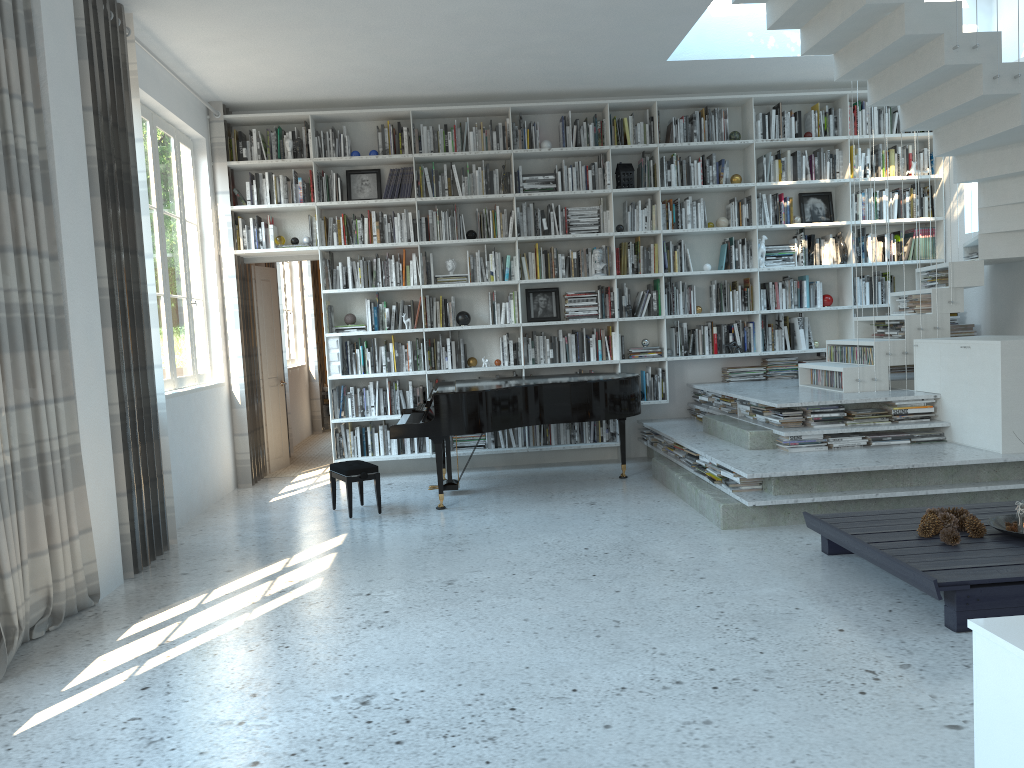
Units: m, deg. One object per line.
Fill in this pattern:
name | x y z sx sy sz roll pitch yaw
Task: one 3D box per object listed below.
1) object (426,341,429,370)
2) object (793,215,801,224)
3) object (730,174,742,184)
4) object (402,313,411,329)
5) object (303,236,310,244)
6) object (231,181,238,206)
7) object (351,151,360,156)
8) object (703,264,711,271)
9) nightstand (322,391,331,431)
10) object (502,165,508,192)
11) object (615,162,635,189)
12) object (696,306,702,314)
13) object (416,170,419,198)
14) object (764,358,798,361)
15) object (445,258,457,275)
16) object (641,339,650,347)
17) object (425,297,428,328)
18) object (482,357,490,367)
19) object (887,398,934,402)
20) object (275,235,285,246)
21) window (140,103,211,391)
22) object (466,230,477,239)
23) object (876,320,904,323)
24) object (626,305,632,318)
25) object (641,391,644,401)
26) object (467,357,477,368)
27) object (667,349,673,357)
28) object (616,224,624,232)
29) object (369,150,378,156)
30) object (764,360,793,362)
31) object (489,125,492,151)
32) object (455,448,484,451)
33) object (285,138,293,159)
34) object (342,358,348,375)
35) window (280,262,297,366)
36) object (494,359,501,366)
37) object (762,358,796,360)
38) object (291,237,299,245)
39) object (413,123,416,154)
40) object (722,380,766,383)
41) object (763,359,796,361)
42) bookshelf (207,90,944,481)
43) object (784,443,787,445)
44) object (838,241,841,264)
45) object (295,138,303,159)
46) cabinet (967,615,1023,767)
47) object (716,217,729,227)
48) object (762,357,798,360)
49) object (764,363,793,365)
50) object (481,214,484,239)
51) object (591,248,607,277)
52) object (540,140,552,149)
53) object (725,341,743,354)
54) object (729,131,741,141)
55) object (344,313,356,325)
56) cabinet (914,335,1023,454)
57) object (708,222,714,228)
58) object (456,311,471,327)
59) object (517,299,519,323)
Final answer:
object | -0.744 -0.251 7.824 0.012 0.254 0.160 -3 4 -3
object | 2.528 -1.456 7.901 0.091 0.093 0.091 -7 6 -44
object | 1.968 -1.792 7.788 0.100 0.102 0.100 -5 4 -26
object | -0.907 -0.540 7.630 0.081 0.140 0.044 -5 4 -19
object | -1.769 -1.237 7.650 0.071 0.072 0.071 -5 4 -26
object | -2.393 -1.645 7.606 0.035 0.296 0.176 -3 4 -3
object | -1.346 -1.964 7.627 0.082 0.083 0.082 -5 4 -26
object | 1.731 -1.032 7.863 0.071 0.072 0.071 -7 6 -44
nightstand | -2.595 0.359 11.988 0.650 0.518 0.430 -3 4 -1
object | -0.057 -1.749 7.614 0.075 0.255 0.075 -5 5 -24
object | 0.986 -1.810 7.741 0.135 0.248 0.135 -4 4 -13
object | 1.662 -0.661 7.921 0.071 0.072 0.071 -7 6 -44
object | -0.822 -1.715 7.714 0.012 0.254 0.160 -3 4 -3
object | 2.416 -0.223 8.024 0.285 0.005 0.159 -3 4 -3
object | -0.536 -1.032 7.777 0.095 0.157 0.121 -2 4 10
object | 1.178 -0.364 7.828 0.071 0.072 0.071 -7 6 -44
object | -0.753 -0.625 7.809 0.012 0.270 0.130 -3 4 -3
object | -0.228 -0.195 7.779 0.060 0.095 0.078 -2 4 13
object | 2.661 0.094 5.983 0.284 0.030 0.177 -3 4 -3
object | -1.989 -1.230 7.609 0.087 0.088 0.086 -7 6 -44
window | -2.487 -0.945 6.343 0.073 2.011 1.981 -3 4 -3
object | -0.354 -1.294 7.730 0.097 0.098 0.097 -7 6 -44
object | 2.998 -0.504 7.028 0.161 0.025 0.174 -3 4 1
object | 1.023 -0.637 7.739 0.054 0.113 0.079 -3 4 -5
object | 1.122 0.103 7.844 0.093 0.095 0.093 -7 6 -44
object | -0.351 -0.192 7.838 0.091 0.092 0.091 -5 4 -26
object | 1.402 -0.281 7.927 0.071 0.072 0.071 -7 6 -44
object | 0.942 -1.356 7.742 0.071 0.072 0.071 -7 6 -44
object | -1.189 -1.973 7.636 0.082 0.083 0.082 -5 4 -26
object | 2.416 -0.212 8.024 0.254 0.006 0.160 -3 4 -3
object | -0.189 -2.114 7.723 0.010 0.247 0.157 -3 4 -3
object | -0.378 0.575 7.900 0.254 0.007 0.160 -3 4 0
object | -1.877 -1.972 7.482 0.067 0.198 0.067 0 5 39
object | -1.444 -0.147 7.644 0.045 0.147 0.045 0 5 35
window | -2.733 -1.179 10.294 0.073 2.011 1.981 -3 4 -3
object | -0.124 -0.187 7.810 0.061 0.062 0.061 -7 6 -44
object | 2.416 -0.229 8.021 0.254 0.006 0.160 -3 4 -2
object | -1.876 -1.232 7.664 0.071 0.072 0.071 -5 4 -26
object | -0.842 -2.096 7.686 0.012 0.285 0.159 -3 4 -3
object | 2.090 -0.029 8.004 0.345 0.007 0.193 -4 4 -8
object | 2.416 -0.218 8.024 0.254 0.006 0.160 -3 4 -3
bookshelf | 0.682 -0.844 7.803 6.296 3.145 0.330 -3 4 -3
object | 1.900 0.388 5.850 0.204 0.004 0.139 -3 4 0
object | 2.915 -1.171 7.971 0.022 0.212 0.178 -3 4 -3
object | -1.796 -1.976 7.487 0.067 0.198 0.067 0 5 39
cabinet | 1.294 0.803 1.880 0.380 0.487 0.502 -3 4 -3
object | 1.870 -1.430 7.889 0.111 0.113 0.111 -5 4 -26
object | 2.416 -0.233 8.011 0.285 0.005 0.159 -3 4 2
object | 2.415 -0.185 8.026 0.254 0.006 0.160 -3 4 -3
object | -0.261 -1.367 7.781 0.010 0.225 0.142 -3 4 -3
object | 0.754 -1.055 7.717 0.137 0.244 0.138 -6 5 -38
object | 0.294 -2.068 7.711 0.105 0.106 0.104 -5 4 -26
object | 1.956 -0.322 7.810 0.160 0.114 0.064 -4 4 -16
object | 1.948 -2.159 7.754 0.104 0.105 0.104 -7 6 -44
object | -1.411 -0.562 7.736 0.105 0.107 0.105 -5 4 -26
cabinet | 3.087 0.037 5.716 0.551 0.668 0.992 -3 4 -3
object | 1.758 -1.400 7.861 0.068 0.069 0.068 -5 4 -26
object | -0.427 -0.574 7.796 0.133 0.135 0.133 -7 6 -44
object | 0.050 -0.644 7.862 0.017 0.216 0.103 -3 4 -3
